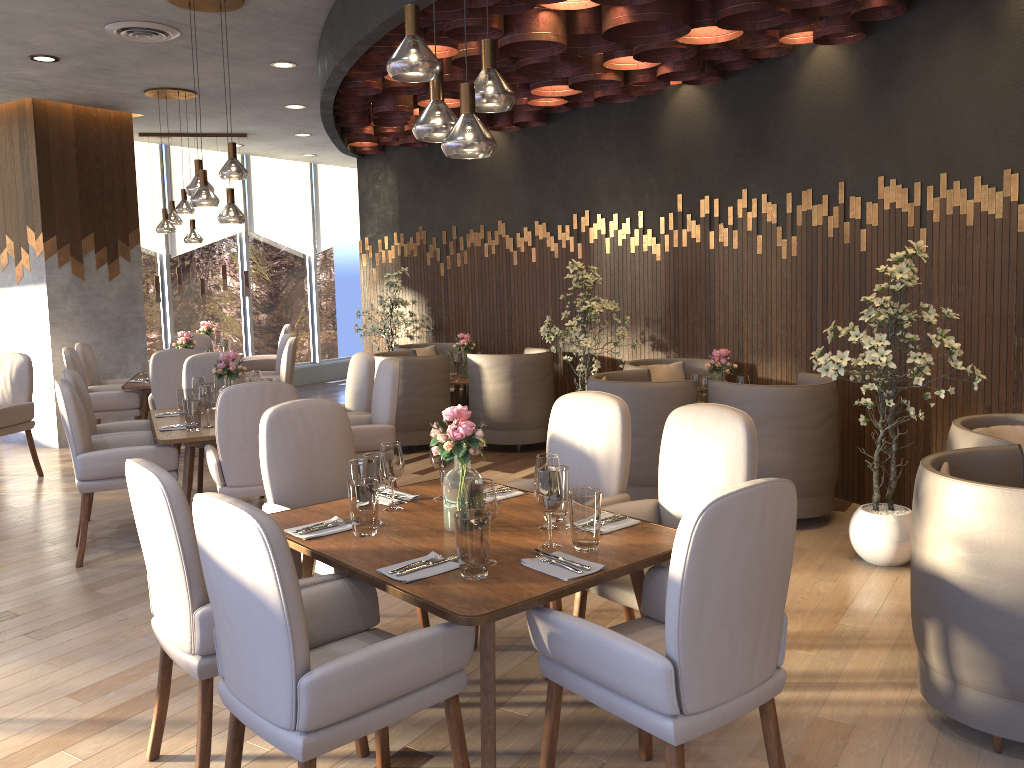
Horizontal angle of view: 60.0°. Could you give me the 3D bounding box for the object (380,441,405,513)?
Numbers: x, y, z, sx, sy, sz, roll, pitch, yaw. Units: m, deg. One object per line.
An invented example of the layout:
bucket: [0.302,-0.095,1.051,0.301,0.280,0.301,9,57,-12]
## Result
object: [-0.432,0.334,3.190,0.092,0.244,0.092,-6,7,-41]

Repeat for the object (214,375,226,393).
object: [-1.916,0.051,5.843,0.092,0.244,0.092,-2,5,-1]

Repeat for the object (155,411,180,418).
object: [-2.162,0.187,5.707,0.255,0.019,0.158,-5,8,-24]

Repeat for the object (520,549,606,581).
object: [0.131,0.510,2.547,0.158,0.019,0.255,-7,9,-38]

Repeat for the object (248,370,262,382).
object: [-1.713,0.035,5.926,0.092,0.244,0.092,0,6,19]

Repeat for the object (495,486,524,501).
object: [-0.093,0.417,3.355,0.255,0.019,0.157,-7,9,-39]

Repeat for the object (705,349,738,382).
object: [1.381,-0.029,5.881,0.198,0.414,0.210,-7,8,-44]

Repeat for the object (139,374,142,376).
object: [-3.359,-0.099,8.316,0.255,0.019,0.158,-3,7,-15]

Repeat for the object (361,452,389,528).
object: [-0.462,0.358,2.998,0.092,0.244,0.092,-4,6,-21]

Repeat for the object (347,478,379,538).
object: [-0.483,0.405,2.895,0.102,0.178,0.102,-6,7,-35]

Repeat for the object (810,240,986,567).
object: [1.908,0.089,4.484,0.746,1.611,0.791,-1,6,9]

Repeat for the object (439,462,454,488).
object: [-0.236,0.331,3.438,0.102,0.178,0.102,-1,6,6]

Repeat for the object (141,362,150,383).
object: [-3.129,-0.100,7.615,0.102,0.178,0.102,-2,6,-9]

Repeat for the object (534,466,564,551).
object: [0.114,0.378,2.702,0.092,0.244,0.092,-6,7,-36]

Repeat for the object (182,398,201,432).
object: [-1.820,0.178,5.054,0.102,0.178,0.102,-2,6,-8]

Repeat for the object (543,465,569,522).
object: [0.145,0.373,3.009,0.102,0.178,0.102,-4,6,-24]

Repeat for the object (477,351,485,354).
object: [-0.285,-0.177,8.179,0.092,0.244,0.092,-3,6,-17]

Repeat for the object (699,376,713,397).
object: [1.266,0.074,5.768,0.092,0.244,0.092,-1,5,2]

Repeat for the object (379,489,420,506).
object: [-0.456,0.426,3.364,0.158,0.019,0.255,-8,10,-43]

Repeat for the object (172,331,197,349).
object: [-2.972,-0.277,8.087,0.210,0.414,0.198,-1,6,10]

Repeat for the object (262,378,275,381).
object: [-1.657,0.054,6.023,0.102,0.178,0.102,2,7,33]

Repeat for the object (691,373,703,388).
object: [1.251,0.049,5.983,0.092,0.244,0.092,1,6,27]

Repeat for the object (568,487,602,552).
object: [0.221,0.411,2.677,0.102,0.178,0.102,1,6,27]

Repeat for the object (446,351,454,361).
object: [-0.576,-0.183,8.293,0.092,0.244,0.092,-1,5,10]

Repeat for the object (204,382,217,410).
object: [-2.013,0.080,5.895,0.102,0.178,0.102,-3,6,-10]

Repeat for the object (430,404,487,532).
object: [-0.175,0.274,2.946,0.210,0.414,0.198,-7,8,-44]

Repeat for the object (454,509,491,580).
object: [-0.108,0.447,2.463,0.102,0.178,0.102,-6,7,-35]

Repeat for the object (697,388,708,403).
object: [1.204,0.120,5.682,0.102,0.178,0.102,0,6,18]

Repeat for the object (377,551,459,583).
object: [-0.248,0.520,2.556,0.255,0.019,0.157,-8,9,-41]

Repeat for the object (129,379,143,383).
object: [-3.216,-0.035,7.763,0.255,0.019,0.158,-3,7,-15]

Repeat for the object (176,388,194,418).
object: [-2.053,0.120,5.576,0.102,0.178,0.102,-2,6,-8]

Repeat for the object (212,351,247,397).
object: [-1.758,0.004,5.516,0.210,0.414,0.198,-3,6,-10]

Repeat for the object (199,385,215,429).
object: [-1.769,0.132,5.146,0.092,0.244,0.092,-7,7,-44]

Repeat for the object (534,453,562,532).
object: [0.119,0.354,2.901,0.092,0.244,0.092,-1,5,2]

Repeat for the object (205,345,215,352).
object: [-2.879,-0.243,8.458,0.092,0.244,0.092,1,6,29]

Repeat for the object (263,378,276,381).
object: [-1.474,0.092,5.406,0.092,0.244,0.092,1,6,25]

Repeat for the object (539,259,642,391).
object: [0.617,-0.191,7.060,0.789,1.611,0.748,-5,6,-30]

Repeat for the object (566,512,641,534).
object: [0.288,0.459,2.927,0.255,0.019,0.158,-7,9,-39]

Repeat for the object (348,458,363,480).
object: [-0.539,0.367,3.212,0.102,0.178,0.102,-6,7,-37]

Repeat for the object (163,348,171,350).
object: [-3.206,-0.208,8.251,0.092,0.244,0.092,-1,5,10]

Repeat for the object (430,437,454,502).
object: [-0.261,0.312,3.329,0.092,0.244,0.092,-6,7,-37]

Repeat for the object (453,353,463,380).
object: [-0.494,-0.161,8.096,0.092,0.244,0.092,-1,5,7]

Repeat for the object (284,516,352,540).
object: [-0.623,0.477,2.988,0.255,0.019,0.157,-8,9,-41]

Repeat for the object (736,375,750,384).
object: [1.510,0.065,5.792,0.092,0.244,0.092,-1,5,6]

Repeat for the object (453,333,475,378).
object: [-0.436,-0.267,8.242,0.210,0.414,0.198,-1,6,10]

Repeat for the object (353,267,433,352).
object: [-1.261,-0.397,9.172,0.789,1.611,0.748,3,7,39]

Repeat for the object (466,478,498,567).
object: [-0.086,0.401,2.566,0.092,0.244,0.092,1,6,23]

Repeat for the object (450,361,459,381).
object: [-0.526,-0.115,7.996,0.102,0.178,0.102,-3,6,-9]

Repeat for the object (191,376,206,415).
object: [-2.001,0.074,5.668,0.092,0.244,0.092,-2,5,-5]

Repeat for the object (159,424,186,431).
object: [-1.929,0.245,5.185,0.255,0.019,0.158,-5,8,-24]
